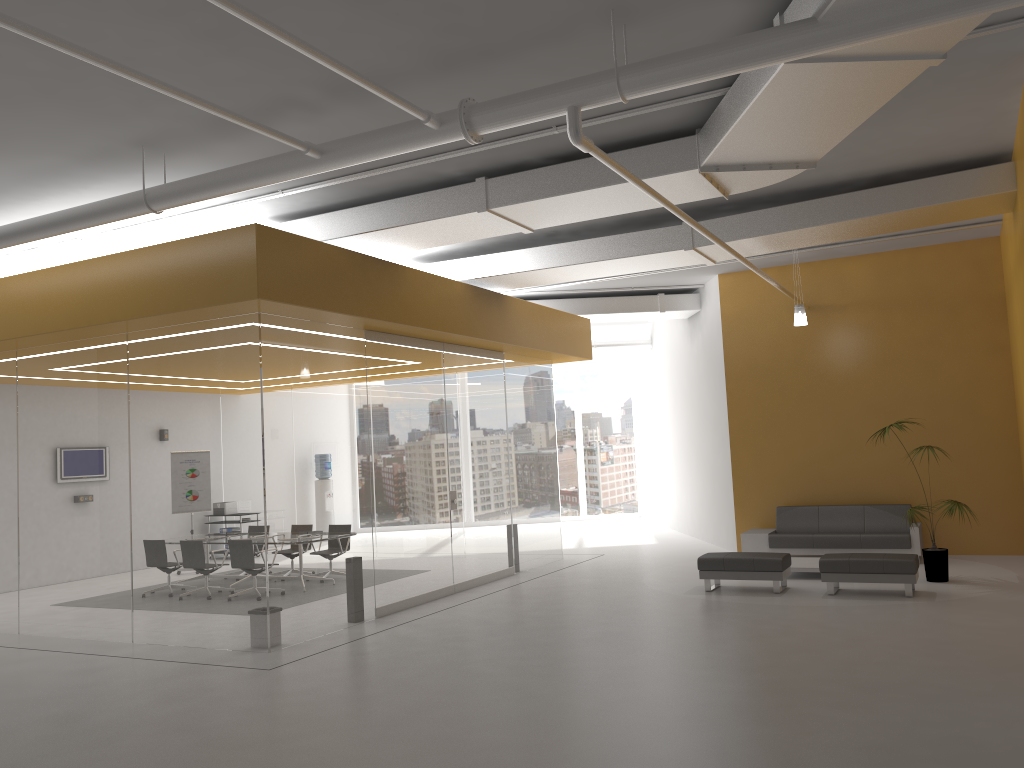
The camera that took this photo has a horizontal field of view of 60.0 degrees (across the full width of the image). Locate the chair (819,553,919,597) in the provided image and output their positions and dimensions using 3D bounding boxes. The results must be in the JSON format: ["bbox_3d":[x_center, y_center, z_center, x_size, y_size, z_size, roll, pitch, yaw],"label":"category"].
[{"bbox_3d":[4.049,2.149,10.034,1.012,0.423,0.575,-5,-5,27],"label":"chair"}]

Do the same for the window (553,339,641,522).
[{"bbox_3d":[0.262,1.229,22.175,8.533,4.498,0.100,-3,-4,-3],"label":"window"}]

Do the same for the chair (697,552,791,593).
[{"bbox_3d":[2.810,2.263,10.694,1.012,0.423,0.575,-5,-5,27],"label":"chair"}]

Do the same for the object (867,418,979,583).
[{"bbox_3d":[4.924,1.382,10.667,0.912,1.956,1.222,-1,-5,-22],"label":"object"}]

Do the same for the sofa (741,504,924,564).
[{"bbox_3d":[4.606,2.166,12.847,2.400,0.761,0.860,-5,-5,27],"label":"sofa"}]

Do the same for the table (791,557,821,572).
[{"bbox_3d":[4.032,2.404,11.572,1.000,0.150,1.000,-5,-5,27],"label":"table"}]

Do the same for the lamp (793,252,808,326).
[{"bbox_3d":[3.808,-1.392,11.837,0.174,1.227,0.174,-1,-5,-22],"label":"lamp"}]
